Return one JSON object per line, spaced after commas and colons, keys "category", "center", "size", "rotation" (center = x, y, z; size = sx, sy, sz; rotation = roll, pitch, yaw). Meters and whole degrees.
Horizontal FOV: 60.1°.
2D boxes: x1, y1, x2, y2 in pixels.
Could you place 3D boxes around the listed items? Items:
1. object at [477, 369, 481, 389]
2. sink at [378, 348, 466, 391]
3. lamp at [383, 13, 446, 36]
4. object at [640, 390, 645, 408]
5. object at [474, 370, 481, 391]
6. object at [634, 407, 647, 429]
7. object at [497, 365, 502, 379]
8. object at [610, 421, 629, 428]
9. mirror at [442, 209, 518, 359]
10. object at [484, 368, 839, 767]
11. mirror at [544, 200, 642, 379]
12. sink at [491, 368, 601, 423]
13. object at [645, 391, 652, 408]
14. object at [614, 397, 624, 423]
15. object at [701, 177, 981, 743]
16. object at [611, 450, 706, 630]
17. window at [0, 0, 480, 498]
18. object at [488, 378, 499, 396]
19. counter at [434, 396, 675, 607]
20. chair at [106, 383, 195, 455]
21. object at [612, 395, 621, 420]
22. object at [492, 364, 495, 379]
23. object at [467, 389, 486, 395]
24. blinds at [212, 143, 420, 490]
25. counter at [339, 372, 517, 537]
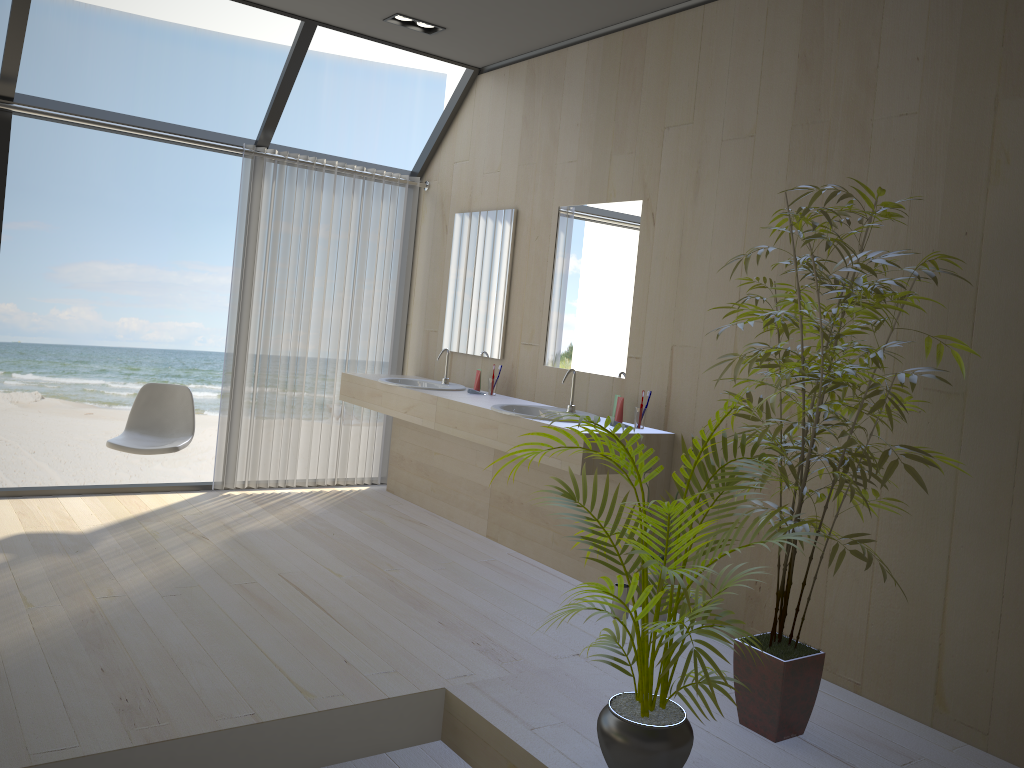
{"category": "object", "center": [-0.196, -0.020, 5.178], "size": [0.039, 0.135, 0.039], "rotation": [6, 1, 13]}
{"category": "sink", "center": [-0.532, -0.012, 5.248], "size": [0.503, 0.419, 0.576], "rotation": [4, 3, -32]}
{"category": "lamp", "center": [-0.522, -1.995, 4.786], "size": [0.300, 0.112, 0.164], "rotation": [3, 4, -35]}
{"category": "object", "center": [0.585, 0.117, 4.005], "size": [0.012, 0.178, 0.050], "rotation": [6, 1, 4]}
{"category": "object", "center": [-0.197, -0.012, 5.064], "size": [0.039, 0.135, 0.039], "rotation": [6, 1, 13]}
{"category": "object", "center": [0.583, 0.157, 4.035], "size": [0.058, 0.100, 0.059], "rotation": [5, 2, -25]}
{"category": "object", "center": [-0.090, -0.022, 5.021], "size": [0.054, 0.175, 0.012], "rotation": [5, 1, -10]}
{"category": "object", "center": [0.494, 0.183, 4.000], "size": [0.104, 0.029, 0.033], "rotation": [6, 3, 5]}
{"category": "mirror", "center": [-0.206, -0.612, 5.367], "size": [0.023, 0.867, 0.656], "rotation": [5, 2, -35]}
{"category": "object", "center": [0.354, 0.497, 2.362], "size": [0.916, 1.156, 0.752], "rotation": [5, 2, -2]}
{"category": "mirror", "center": [0.411, -0.492, 4.538], "size": [0.023, 0.867, 0.656], "rotation": [5, 2, -35]}
{"category": "sink", "center": [0.161, 0.127, 4.264], "size": [0.503, 0.419, 0.576], "rotation": [4, 3, -32]}
{"category": "object", "center": [0.603, 0.117, 4.037], "size": [0.054, 0.175, 0.012], "rotation": [5, 1, -10]}
{"category": "object", "center": [0.495, 0.128, 4.080], "size": [0.039, 0.135, 0.039], "rotation": [6, 1, 6]}
{"category": "object", "center": [0.966, 0.233, 2.824], "size": [0.786, 1.755, 0.937], "rotation": [5, 2, -10]}
{"category": "object", "center": [0.656, 0.643, 3.789], "size": [0.275, 0.748, 0.406], "rotation": [7, 2, 42]}
{"category": "window", "center": [-2.390, -0.755, 4.526], "size": [4.551, 2.810, 0.747], "rotation": [3, 2, -35]}
{"category": "object", "center": [-0.109, 0.018, 5.019], "size": [0.058, 0.100, 0.058], "rotation": [5, 2, -29]}
{"category": "counter", "center": [0.140, 0.537, 4.325], "size": [0.549, 0.790, 1.210], "rotation": [4, 3, -35]}
{"category": "chair", "center": [-1.913, 0.187, 4.747], "size": [0.369, 0.347, 0.455], "rotation": [5, 3, -7]}
{"category": "object", "center": [0.496, 0.119, 4.194], "size": [0.039, 0.135, 0.039], "rotation": [6, 1, 6]}
{"category": "object", "center": [-0.107, -0.022, 4.989], "size": [0.012, 0.178, 0.050], "rotation": [6, 1, 4]}
{"category": "object", "center": [-0.199, 0.044, 4.984], "size": [0.104, 0.029, 0.033], "rotation": [6, 3, 5]}
{"category": "blinds", "center": [-1.218, -0.380, 5.624], "size": [1.180, 2.068, 0.084], "rotation": [4, 1, -35]}
{"category": "counter", "center": [-0.552, 0.398, 5.309], "size": [0.549, 0.790, 1.210], "rotation": [4, 3, -35]}
